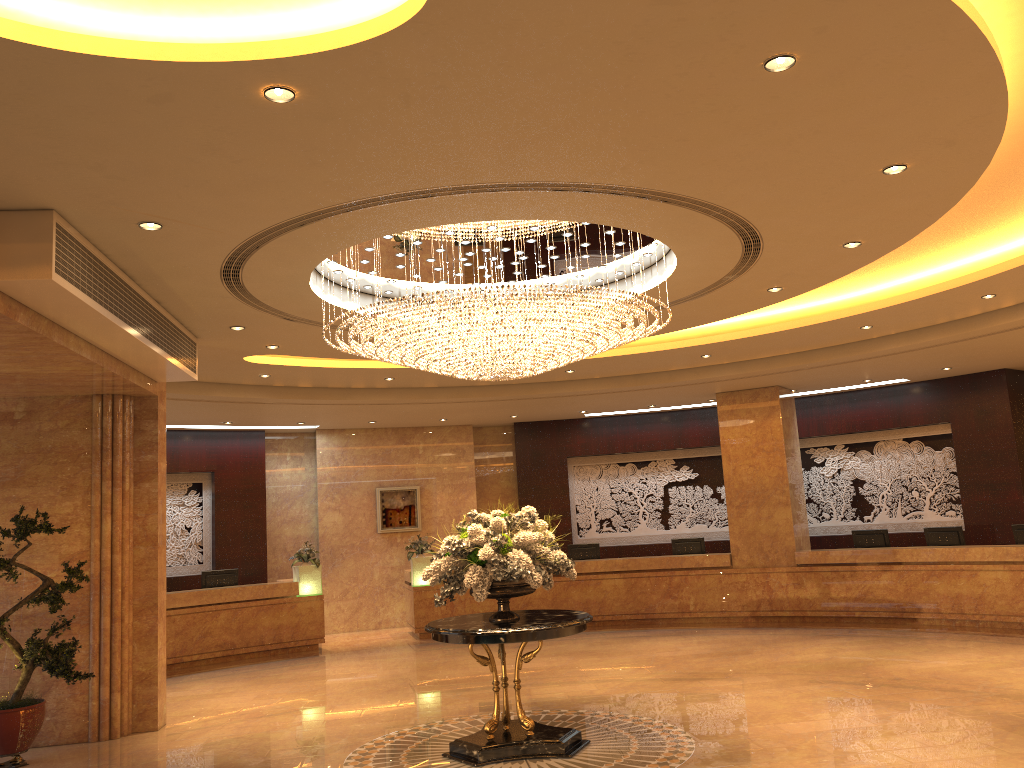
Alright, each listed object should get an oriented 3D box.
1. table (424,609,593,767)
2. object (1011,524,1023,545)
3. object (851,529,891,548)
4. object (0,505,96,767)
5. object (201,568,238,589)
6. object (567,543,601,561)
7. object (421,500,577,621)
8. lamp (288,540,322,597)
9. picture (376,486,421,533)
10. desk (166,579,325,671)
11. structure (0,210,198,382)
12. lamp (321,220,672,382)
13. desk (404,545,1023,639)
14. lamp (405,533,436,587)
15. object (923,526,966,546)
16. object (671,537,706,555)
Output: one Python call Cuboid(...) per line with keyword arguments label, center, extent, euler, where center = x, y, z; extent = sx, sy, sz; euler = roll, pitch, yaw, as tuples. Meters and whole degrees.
Cuboid(label="table", center=(0.001, 2.616, 7.772), extent=(1.493, 1.089, 1.493), euler=(-1, -9, -14))
Cuboid(label="object", center=(7.646, 2.291, 12.938), extent=(0.430, 0.500, 0.531), euler=(-4, -9, 1))
Cuboid(label="object", center=(5.965, 2.667, 14.707), extent=(0.430, 0.500, 0.531), euler=(-2, -9, -11))
Cuboid(label="object", center=(-4.597, 2.323, 8.227), extent=(1.250, 2.363, 0.843), euler=(1, -10, -26))
Cuboid(label="object", center=(-5.003, 3.349, 14.708), extent=(0.918, 0.500, 0.397), euler=(1, -10, -25))
Cuboid(label="object", center=(1.349, 3.232, 16.545), extent=(0.531, 0.500, 0.430), euler=(-12, -12, 43))
Cuboid(label="object", center=(-0.084, 1.593, 7.959), extent=(1.277, 0.999, 1.318), euler=(-7, -10, 23))
Cuboid(label="lamp", center=(-3.546, 3.159, 15.238), extent=(0.570, 0.923, 0.580), euler=(-2, -9, -10))
Cuboid(label="picture", center=(-2.279, 2.524, 17.859), extent=(0.875, 0.890, 0.068), euler=(-1, -9, -16))
Cuboid(label="desk", center=(-5.399, 3.883, 14.032), extent=(5.227, 1.155, 1.570), euler=(5, -12, -42))
Cuboid(label="structure", center=(-3.484, -0.590, 7.859), extent=(0.425, 0.483, 4.113), euler=(-2, -9, -7))
Cuboid(label="lamp", center=(-0.140, -0.631, 8.283), extent=(3.206, 1.196, 3.204), euler=(-8, -10, 29))
Cuboid(label="desk", center=(4.074, 3.381, 14.511), extent=(12.951, 1.155, 3.466), euler=(-8, -10, 27))
Cuboid(label="lamp", center=(-1.633, 3.157, 15.971), extent=(0.577, 0.925, 0.542), euler=(-3, -9, -5))
Cuboid(label="object", center=(6.810, 2.497, 13.938), extent=(0.430, 0.500, 0.531), euler=(-3, -9, -4))
Cuboid(label="object", center=(3.225, 3.061, 16.173), extent=(0.430, 0.500, 0.531), euler=(3, -11, -35))
